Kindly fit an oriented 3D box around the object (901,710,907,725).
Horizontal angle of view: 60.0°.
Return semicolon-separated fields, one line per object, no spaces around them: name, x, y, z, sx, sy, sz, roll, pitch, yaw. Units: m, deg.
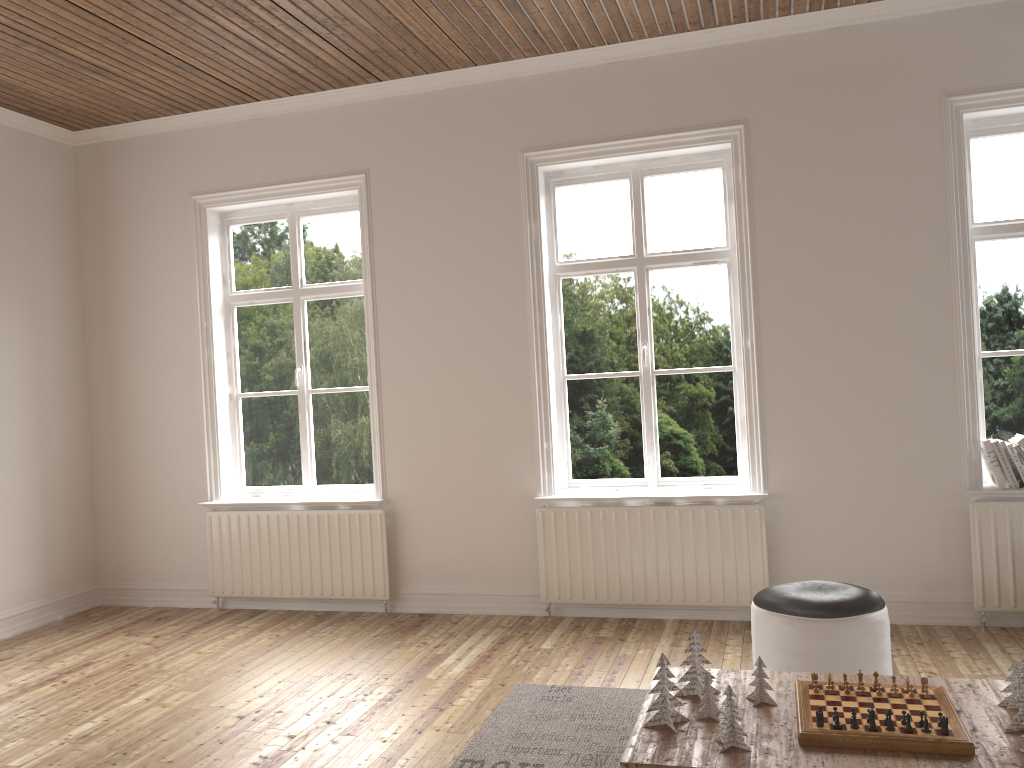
object;1.058;0.899;2.392;0.017;0.037;0.017;-3;0;36

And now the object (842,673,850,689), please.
object;1.008;0.897;2.681;0.022;0.047;0.022;-3;0;-41

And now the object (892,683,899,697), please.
object;1.123;0.896;2.599;0.017;0.037;0.017;-3;0;36

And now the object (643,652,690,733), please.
object;0.442;0.879;2.566;0.106;0.208;0.107;-3;0;32

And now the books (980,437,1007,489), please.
books;2.369;0.388;4.387;0.093;0.239;0.172;-3;0;16

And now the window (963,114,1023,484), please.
window;2.814;-0.425;4.347;1.055;1.872;0.120;-3;0;16

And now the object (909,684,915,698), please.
object;1.165;0.893;2.585;0.017;0.037;0.017;-3;0;36

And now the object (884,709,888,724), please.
object;1.017;0.901;2.404;0.017;0.037;0.017;-3;0;36

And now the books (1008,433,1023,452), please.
books;2.570;0.370;4.322;0.226;0.255;0.176;-3;0;16

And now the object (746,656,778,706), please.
object;0.754;0.896;2.698;0.077;0.141;0.082;-3;0;-2

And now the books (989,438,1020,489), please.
books;2.408;0.388;4.365;0.112;0.235;0.172;-3;0;16

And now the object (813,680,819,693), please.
object;0.912;0.907;2.662;0.017;0.037;0.017;-3;0;36

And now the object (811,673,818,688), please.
object;0.924;0.905;2.706;0.019;0.040;0.019;-3;0;13

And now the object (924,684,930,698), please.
object;1.205;0.891;2.575;0.017;0.037;0.017;-3;0;36

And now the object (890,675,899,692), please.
object;1.138;0.890;2.642;0.022;0.047;0.022;-3;0;-41

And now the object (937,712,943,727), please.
object;1.144;0.894;2.366;0.017;0.037;0.017;-3;0;36

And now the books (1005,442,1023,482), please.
books;2.469;0.394;4.354;0.101;0.218;0.161;-3;0;16

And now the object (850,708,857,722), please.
object;0.935;0.905;2.431;0.017;0.037;0.017;-3;0;36

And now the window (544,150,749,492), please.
window;0.737;-0.313;4.962;1.055;1.872;0.120;-3;0;16

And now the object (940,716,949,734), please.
object;1.133;0.893;2.322;0.019;0.040;0.019;-3;0;-40

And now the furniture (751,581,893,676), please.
furniture;1.216;1.026;3.500;0.518;0.430;0.518;-3;0;37

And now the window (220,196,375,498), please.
window;-1.340;-0.201;5.578;1.055;1.872;0.120;-3;0;16

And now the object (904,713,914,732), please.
object;1.050;0.894;2.348;0.022;0.047;0.022;-3;0;-41

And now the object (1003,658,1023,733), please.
object;1.395;0.830;2.391;0.111;0.204;0.118;-3;0;40

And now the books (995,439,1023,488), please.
books;2.440;0.389;4.358;0.104;0.232;0.152;-3;0;16

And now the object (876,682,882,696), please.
object;1.082;0.898;2.612;0.017;0.037;0.017;-3;0;36

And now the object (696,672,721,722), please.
object;0.574;0.910;2.604;0.072;0.132;0.076;-3;0;17

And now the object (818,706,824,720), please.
object;0.853;0.910;2.453;0.017;0.037;0.017;-3;0;-3

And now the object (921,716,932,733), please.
object;1.091;0.894;2.338;0.026;0.044;0.026;-3;0;-28

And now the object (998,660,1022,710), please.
object;1.452;0.861;2.551;0.075;0.137;0.079;-3;0;-25

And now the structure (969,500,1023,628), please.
structure;2.826;0.947;4.145;1.223;0.829;0.095;-3;0;16

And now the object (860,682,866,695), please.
object;1.038;0.900;2.627;0.017;0.037;0.017;-3;0;36

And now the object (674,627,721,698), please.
object;0.577;0.870;2.787;0.108;0.213;0.109;-3;0;41

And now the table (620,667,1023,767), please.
table;0.969;1.105;2.527;1.189;0.300;0.821;-3;0;16

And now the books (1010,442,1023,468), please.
books;2.505;0.395;4.338;0.118;0.213;0.161;-3;0;16

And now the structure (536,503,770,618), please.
structure;0.746;1.059;4.761;1.223;0.829;0.095;-3;0;16

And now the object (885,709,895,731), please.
object;1.006;0.892;2.361;0.025;0.055;0.025;-3;0;-41

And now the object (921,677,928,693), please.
object;1.218;0.889;2.618;0.019;0.040;0.019;-3;0;-40

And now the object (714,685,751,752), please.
object;0.590;0.892;2.393;0.085;0.166;0.085;-3;0;2

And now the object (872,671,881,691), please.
object;1.091;0.888;2.658;0.025;0.055;0.025;-3;0;-41

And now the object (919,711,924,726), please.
object;1.100;0.897;2.380;0.017;0.037;0.017;-3;0;36

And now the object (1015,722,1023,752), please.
object;1.322;0.856;2.229;0.082;0.160;0.082;-3;0;6

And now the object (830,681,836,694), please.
object;0.957;0.905;2.649;0.017;0.037;0.017;-3;0;36

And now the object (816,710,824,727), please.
object;0.836;0.909;2.410;0.019;0.040;0.019;-3;0;13

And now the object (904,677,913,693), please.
object;1.175;0.889;2.631;0.026;0.044;0.026;-3;0;-28

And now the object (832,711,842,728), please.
object;0.880;0.905;2.400;0.026;0.044;0.026;-3;0;-28

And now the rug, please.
rug;0.890;1.259;2.430;2.474;0.003;2.254;-3;0;16

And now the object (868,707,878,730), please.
object;0.965;0.893;2.372;0.025;0.058;0.025;-3;0;-29

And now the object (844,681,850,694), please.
object;0.997;0.902;2.638;0.017;0.037;0.017;-3;0;36

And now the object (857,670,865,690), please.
object;1.049;0.889;2.669;0.025;0.058;0.025;-3;0;-29

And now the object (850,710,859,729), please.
object;0.921;0.901;2.386;0.022;0.047;0.022;-3;0;-16

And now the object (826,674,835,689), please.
object;0.966;0.901;2.694;0.026;0.044;0.026;-3;0;-28

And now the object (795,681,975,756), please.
object;1.031;0.937;2.515;0.429;0.036;0.429;-3;0;16

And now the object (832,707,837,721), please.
object;0.891;0.908;2.444;0.017;0.037;0.017;-3;0;36

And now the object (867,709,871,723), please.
object;0.974;0.903;2.416;0.017;0.037;0.017;-3;0;36

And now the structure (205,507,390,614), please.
structure;-1.295;1.168;5.366;1.223;0.829;0.085;-3;0;16
